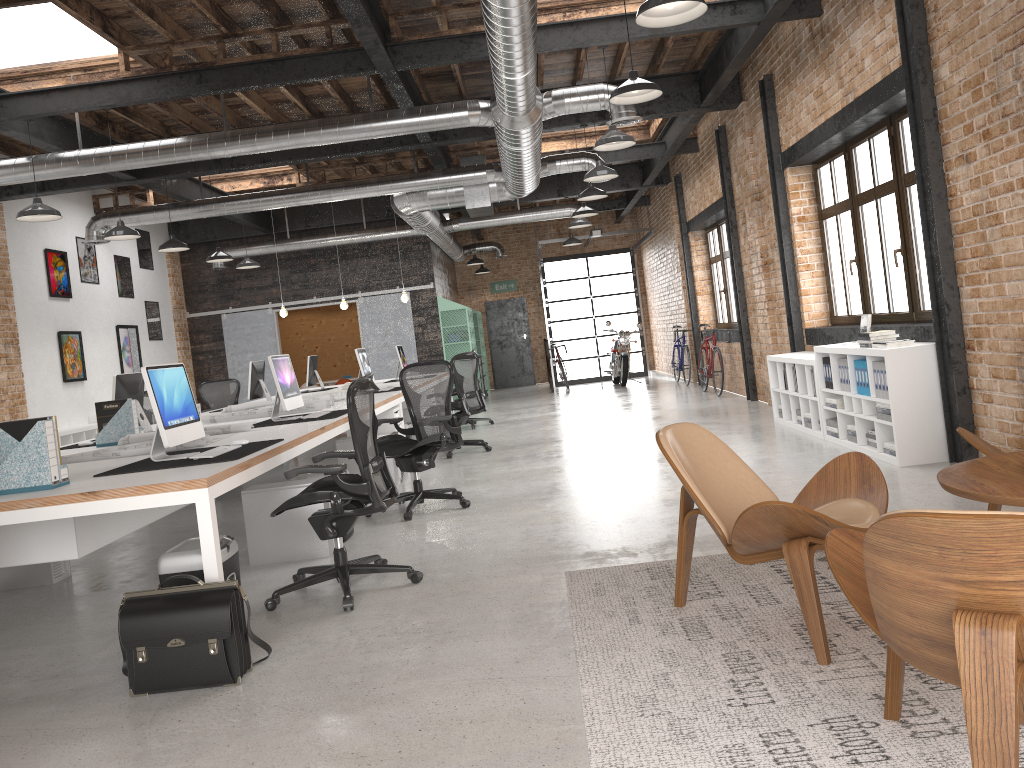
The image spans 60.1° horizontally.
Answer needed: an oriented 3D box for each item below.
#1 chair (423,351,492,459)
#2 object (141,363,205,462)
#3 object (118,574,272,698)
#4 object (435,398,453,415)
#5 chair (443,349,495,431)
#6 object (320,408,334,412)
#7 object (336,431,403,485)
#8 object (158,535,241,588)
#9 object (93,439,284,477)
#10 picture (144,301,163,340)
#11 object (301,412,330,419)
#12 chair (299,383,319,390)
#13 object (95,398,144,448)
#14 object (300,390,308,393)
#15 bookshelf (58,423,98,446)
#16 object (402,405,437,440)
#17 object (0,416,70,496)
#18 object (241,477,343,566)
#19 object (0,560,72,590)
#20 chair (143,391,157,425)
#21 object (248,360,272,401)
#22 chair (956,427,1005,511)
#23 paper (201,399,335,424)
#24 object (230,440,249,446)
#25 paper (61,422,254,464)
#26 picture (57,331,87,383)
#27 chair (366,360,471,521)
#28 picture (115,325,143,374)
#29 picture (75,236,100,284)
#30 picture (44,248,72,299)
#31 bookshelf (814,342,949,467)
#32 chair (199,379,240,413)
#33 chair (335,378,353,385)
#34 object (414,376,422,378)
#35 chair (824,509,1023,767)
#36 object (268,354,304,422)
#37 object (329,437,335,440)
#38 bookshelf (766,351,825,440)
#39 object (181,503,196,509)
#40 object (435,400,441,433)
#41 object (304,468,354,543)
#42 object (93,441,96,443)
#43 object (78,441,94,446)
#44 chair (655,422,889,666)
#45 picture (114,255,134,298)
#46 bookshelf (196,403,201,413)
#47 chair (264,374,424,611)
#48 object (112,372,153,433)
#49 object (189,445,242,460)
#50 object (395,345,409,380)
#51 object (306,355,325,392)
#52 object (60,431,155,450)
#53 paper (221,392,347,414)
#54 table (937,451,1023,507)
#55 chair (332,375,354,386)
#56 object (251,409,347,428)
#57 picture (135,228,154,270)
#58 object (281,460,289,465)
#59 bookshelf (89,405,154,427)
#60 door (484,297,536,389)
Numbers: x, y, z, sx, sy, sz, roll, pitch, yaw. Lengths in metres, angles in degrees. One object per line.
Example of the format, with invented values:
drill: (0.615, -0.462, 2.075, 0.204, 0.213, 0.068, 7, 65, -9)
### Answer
chair: (-0.649, 0.216, 9.634, 0.791, 1.085, 0.772, -7, 1, 10)
object: (-1.754, 0.139, 4.549, 0.189, 0.485, 0.484, -7, 2, 2)
object: (-1.261, 0.952, 3.457, 0.548, 0.429, 0.268, -7, 1, 0)
object: (-1.155, 0.408, 13.183, 0.541, 0.455, 0.221, -7, 1, 1)
chair: (-0.700, 0.075, 12.419, 0.794, 1.085, 0.769, -7, 1, -20)
object: (-1.441, 0.205, 6.903, 0.106, 0.028, 0.059, -7, 2, 0)
object: (-1.282, 0.695, 8.032, 0.541, 0.455, 0.221, -7, 1, 1)
object: (-1.322, 0.917, 3.822, 0.250, 0.465, 0.338, -7, 1, 2)
object: (-1.614, 0.370, 4.533, 0.687, 0.008, 0.849, -7, 3, 2)
picture: (-6.056, -1.067, 14.972, 0.018, 0.662, 0.533, -7, 1, 2)
object: (-1.456, 0.230, 6.576, 0.118, 0.017, 0.439, -7, 3, 2)
chair: (-3.934, 0.349, 17.528, 0.618, 0.777, 0.581, -7, 1, -4)
object: (-2.751, 0.266, 6.194, 0.280, 0.312, 0.150, -7, 1, 2)
object: (-2.931, 0.104, 12.313, 0.118, 0.017, 0.439, -7, 3, 2)
bookshelf: (-5.724, 0.921, 11.672, 0.400, 0.684, 1.546, -7, 3, 2)
object: (-1.208, 0.527, 11.042, 0.541, 0.455, 0.221, -7, 1, 1)
object: (-2.142, 0.314, 3.903, 0.280, 0.312, 0.150, -7, 1, 2)
object: (-1.345, 0.839, 5.469, 0.541, 0.455, 0.221, -7, 1, 1)
object: (-3.144, 1.047, 5.625, 0.543, 0.455, 0.221, -7, 1, 1)
chair: (-3.842, 0.588, 9.864, 0.772, 1.085, 0.791, -7, 1, -30)
object: (-2.799, -0.014, 9.814, 0.189, 0.485, 0.484, -7, 2, 2)
chair: (2.465, 0.325, 3.671, 0.869, 0.752, 0.856, -7, 2, -17)
paper: (-2.045, 0.236, 7.356, 1.134, 0.082, 0.083, -7, 2, -4)
object: (-1.492, 0.320, 4.846, 0.106, 0.028, 0.059, -7, 2, 3)
paper: (-2.192, 0.352, 5.533, 0.975, 0.105, 1.076, -7, 3, -1)
picture: (-6.042, -0.378, 12.172, 0.044, 0.697, 0.560, -7, 1, 2)
chair: (-0.709, 0.386, 6.557, 0.769, 1.085, 0.795, -6, 1, 25)
picture: (-6.004, -0.505, 13.912, 0.054, 0.842, 0.677, -7, 1, 2)
picture: (-6.207, -1.802, 12.957, 0.018, 0.662, 0.533, -7, 1, 2)
picture: (-6.187, -1.499, 12.075, 0.042, 0.652, 0.525, -7, 1, 2)
bookshelf: (2.787, 0.099, 6.746, 0.400, 0.799, 1.546, -7, 2, 2)
chair: (-4.037, 0.464, 12.654, 0.790, 1.085, 0.773, -6, 1, 40)
chair: (-3.233, 0.265, 17.510, 0.618, 0.777, 0.581, -7, 1, -4)
object: (-1.312, -0.097, 12.436, 0.118, 0.017, 0.439, -7, 3, 2)
chair: (1.147, 0.567, 2.098, 0.869, 0.752, 0.855, -8, 2, -22)
object: (-1.704, 0.024, 6.607, 0.189, 0.485, 0.484, -7, 2, 2)
object: (-2.958, 0.625, 13.185, 0.543, 0.455, 0.221, -7, 1, 1)
bookshelf: (2.827, 0.070, 8.299, 0.400, 0.684, 1.546, -7, 3, 2)
object: (-3.083, 0.907, 8.137, 0.543, 0.455, 0.221, -7, 1, 1)
object: (-1.048, 0.463, 11.766, 0.250, 0.465, 0.338, -7, 1, 2)
object: (-1.193, 0.794, 5.842, 0.250, 0.465, 0.338, -7, 1, 2)
object: (-3.068, 0.416, 6.738, 0.118, 0.017, 0.439, -7, 3, 2)
object: (-3.084, 0.428, 6.411, 0.106, 0.028, 0.059, -7, 2, 0)
chair: (1.081, 0.506, 3.387, 0.858, 0.752, 0.866, -8, 2, -22)
picture: (-6.160, -1.701, 14.068, 0.018, 0.662, 0.533, -7, 1, 2)
bookshelf: (-5.648, 0.747, 14.774, 0.400, 0.684, 1.546, -7, 3, 2)
chair: (-0.914, 0.519, 4.508, 0.793, 1.085, 0.770, -7, 1, -15)
object: (-2.876, 0.160, 6.707, 0.189, 0.485, 0.484, -7, 2, 2)
object: (-1.506, 0.345, 4.518, 0.118, 0.017, 0.439, -7, 3, 2)
object: (-1.560, -0.304, 12.467, 0.189, 0.485, 0.484, -7, 2, 2)
object: (-2.739, -0.152, 12.281, 0.189, 0.485, 0.484, -7, 2, 2)
object: (-2.961, 0.417, 6.723, 0.687, 0.008, 0.849, -7, 3, 3)
paper: (-2.256, 0.189, 8.753, 0.978, 0.105, 1.073, -9, 4, -34)
table: (1.837, 0.540, 2.816, 0.827, 0.570, 0.826, -7, 2, -10)
chair: (-3.638, 0.209, 19.500, 0.618, 0.777, 0.581, -7, 1, -4)
object: (-1.563, 0.255, 6.598, 0.687, 0.008, 0.849, -7, 3, 2)
picture: (-6.201, -2.266, 14.945, 0.018, 0.662, 0.533, -7, 1, 2)
object: (-3.019, 0.763, 10.700, 0.543, 0.455, 0.221, -7, 1, 1)
bookshelf: (-5.693, 0.776, 13.229, 0.400, 0.799, 1.546, -7, 2, 2)
door: (-0.046, -0.978, 21.185, 0.998, 2.099, 0.218, -7, 0, 1)
